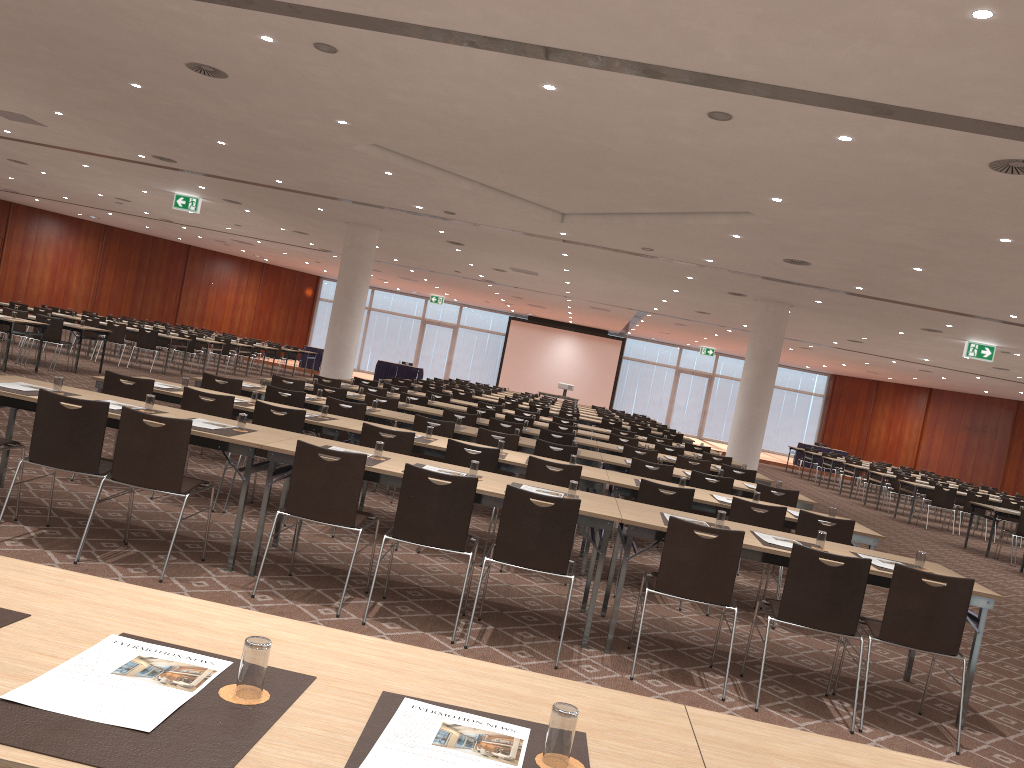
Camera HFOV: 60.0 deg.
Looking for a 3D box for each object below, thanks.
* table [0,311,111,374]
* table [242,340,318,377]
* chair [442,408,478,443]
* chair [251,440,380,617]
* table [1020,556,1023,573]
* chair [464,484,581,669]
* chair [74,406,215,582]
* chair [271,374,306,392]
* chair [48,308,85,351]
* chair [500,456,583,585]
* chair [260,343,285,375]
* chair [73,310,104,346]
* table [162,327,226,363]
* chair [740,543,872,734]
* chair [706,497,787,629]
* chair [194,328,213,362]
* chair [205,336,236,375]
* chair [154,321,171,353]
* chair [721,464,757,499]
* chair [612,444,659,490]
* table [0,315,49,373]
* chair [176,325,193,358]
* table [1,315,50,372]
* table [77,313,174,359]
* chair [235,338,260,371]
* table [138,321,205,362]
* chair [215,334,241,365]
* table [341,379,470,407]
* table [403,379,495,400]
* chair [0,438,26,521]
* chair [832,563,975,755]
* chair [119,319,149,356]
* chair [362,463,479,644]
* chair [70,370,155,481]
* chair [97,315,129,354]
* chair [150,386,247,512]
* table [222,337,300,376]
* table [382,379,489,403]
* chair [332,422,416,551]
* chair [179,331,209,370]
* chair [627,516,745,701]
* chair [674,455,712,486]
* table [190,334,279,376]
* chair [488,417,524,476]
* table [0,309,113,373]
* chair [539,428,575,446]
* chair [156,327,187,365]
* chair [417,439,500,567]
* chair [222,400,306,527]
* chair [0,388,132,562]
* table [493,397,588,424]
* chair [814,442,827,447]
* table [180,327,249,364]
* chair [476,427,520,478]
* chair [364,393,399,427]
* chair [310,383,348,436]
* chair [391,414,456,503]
[{"bbox_3d":[-8.840,-0.814,16.525,2.267,0.833,0.953,11,1,4],"label":"table"},{"bbox_3d":[-7.867,-0.860,29.989,2.267,0.833,0.953,11,1,4],"label":"table"},{"bbox_3d":[-0.730,0.806,11.351,0.535,0.940,0.613,11,1,2],"label":"chair"},{"bbox_3d":[-1.130,0.832,5.407,0.535,0.940,0.613,11,1,7],"label":"chair"},{"bbox_3d":[9.002,2.725,13.279,2.267,0.833,0.953,11,1,4],"label":"table"},{"bbox_3d":[0.109,1.076,5.244,0.535,0.940,0.613,11,1,5],"label":"chair"},{"bbox_3d":[-2.168,0.629,5.402,0.535,0.940,0.613,11,1,3],"label":"chair"},{"bbox_3d":[-2.932,0.373,11.504,0.535,0.940,0.613,11,1,1],"label":"chair"},{"bbox_3d":[-10.720,-1.322,21.487,0.535,0.940,0.614,11,1,7],"label":"chair"},{"bbox_3d":[0.271,1.072,7.272,0.535,0.940,0.613,11,1,3],"label":"chair"},{"bbox_3d":[-7.357,-0.769,27.407,0.535,0.940,0.613,11,1,2],"label":"chair"},{"bbox_3d":[-11.236,-1.461,23.668,0.535,0.940,0.613,11,1,6],"label":"chair"},{"bbox_3d":[-10.233,-1.289,28.149,2.267,0.833,0.953,11,1,4],"label":"table"},{"bbox_3d":[1.721,1.393,5.132,0.535,0.940,0.614,11,1,7],"label":"chair"},{"bbox_3d":[1.870,1.386,7.161,0.535,0.940,0.613,11,1,2],"label":"chair"},{"bbox_3d":[-9.616,-1.210,27.424,0.535,0.940,0.613,11,1,5],"label":"chair"},{"bbox_3d":[-7.651,-0.757,23.419,0.535,0.940,0.613,11,1,2],"label":"chair"},{"bbox_3d":[-10.923,-1.468,27.596,0.535,0.940,0.613,11,1,1],"label":"chair"},{"bbox_3d":[2.732,1.485,11.110,0.535,0.940,0.613,11,1,6],"label":"chair"},{"bbox_3d":[1.529,1.249,11.194,0.535,0.940,0.613,11,1,4],"label":"chair"},{"bbox_3d":[-8.985,-0.807,14.531,2.267,0.833,0.953,11,1,4],"label":"table"},{"bbox_3d":[-10.253,-1.338,27.609,0.535,0.940,0.613,11,1,7],"label":"chair"},{"bbox_3d":[-8.985,-0.807,14.531,2.267,0.833,0.953,11,1,4],"label":"table"},{"bbox_3d":[-10.522,-1.276,24.160,2.267,0.833,0.953,11,1,4],"label":"table"},{"bbox_3d":[-8.111,-0.915,27.319,0.535,0.940,0.613,11,1,1],"label":"chair"},{"bbox_3d":[-10.377,-1.282,26.154,2.267,0.833,0.953,11,1,4],"label":"table"},{"bbox_3d":[-8.725,-1.037,27.443,0.535,0.940,0.613,11,1,4],"label":"chair"},{"bbox_3d":[-1.991,0.531,16.049,2.267,0.833,0.953,11,1,4],"label":"table"},{"bbox_3d":[-1.594,0.512,21.534,2.267,0.833,0.953,11,1,4],"label":"table"},{"bbox_3d":[-3.420,0.384,5.490,0.535,0.940,0.613,11,1,4],"label":"chair"},{"bbox_3d":[2.290,1.504,5.127,0.535,0.940,0.613,11,1,6],"label":"chair"},{"bbox_3d":[-9.919,-1.200,23.436,0.535,0.940,0.613,11,1,1],"label":"chair"},{"bbox_3d":[-0.486,0.959,5.320,0.535,0.940,0.613,11,1,3],"label":"chair"},{"bbox_3d":[-3.234,0.384,7.516,0.535,0.940,0.613,11,1,5],"label":"chair"},{"bbox_3d":[-10.529,-1.321,23.560,0.535,0.940,0.613,11,1,6],"label":"chair"},{"bbox_3d":[-2.553,0.519,7.434,0.535,0.940,0.613,11,1,4],"label":"chair"},{"bbox_3d":[-8.011,-0.853,27.994,2.267,0.833,0.953,11,1,4],"label":"table"},{"bbox_3d":[-1.739,0.519,19.539,2.267,0.833,0.953,11,1,4],"label":"table"},{"bbox_3d":[-1.073,0.809,7.331,0.535,0.940,0.613,11,1,2],"label":"chair"},{"bbox_3d":[-8.332,-0.888,23.325,0.535,0.940,0.613,11,1,1],"label":"chair"},{"bbox_3d":[1.047,1.259,5.256,0.535,0.940,0.613,11,1,6],"label":"chair"},{"bbox_3d":[2.184,1.377,11.190,0.535,0.940,0.613,11,1,2],"label":"chair"},{"bbox_3d":[-8.155,-0.846,26.000,2.267,0.833,0.953,11,1,4],"label":"table"},{"bbox_3d":[-0.149,0.919,11.353,0.535,0.940,0.613,11,1,2],"label":"chair"},{"bbox_3d":[-8.840,-0.814,16.525,2.267,0.833,0.953,11,1,4],"label":"table"},{"bbox_3d":[0.491,1.046,11.231,0.535,0.940,0.613,11,1,3],"label":"chair"},{"bbox_3d":[-8.940,-1.009,23.449,0.535,0.940,0.613,11,1,3],"label":"chair"},{"bbox_3d":[-0.380,0.944,7.360,0.535,0.940,0.613,11,1,5],"label":"chair"},{"bbox_3d":[-1.962,0.634,7.427,0.535,0.940,0.613,11,1,5],"label":"chair"},{"bbox_3d":[-2.697,0.525,5.474,0.535,0.940,0.613,11,1,1],"label":"chair"},{"bbox_3d":[0.628,0.949,21.379,2.267,0.833,0.953,11,1,4],"label":"table"},{"bbox_3d":[11.265,2.644,32.490,0.535,0.940,0.613,11,1,4],"label":"chair"},{"bbox_3d":[-10.089,-1.296,30.144,2.267,0.833,0.953,11,1,4],"label":"table"},{"bbox_3d":[-0.205,0.944,9.275,0.535,0.940,0.613,11,1,5],"label":"chair"},{"bbox_3d":[-1.731,0.608,11.463,0.535,0.940,0.613,11,1,1],"label":"chair"},{"bbox_3d":[-2.376,0.483,11.431,0.535,0.940,0.613,11,1,3],"label":"chair"},{"bbox_3d":[-0.864,0.814,9.356,0.535,0.940,0.613,11,1,6],"label":"chair"}]
